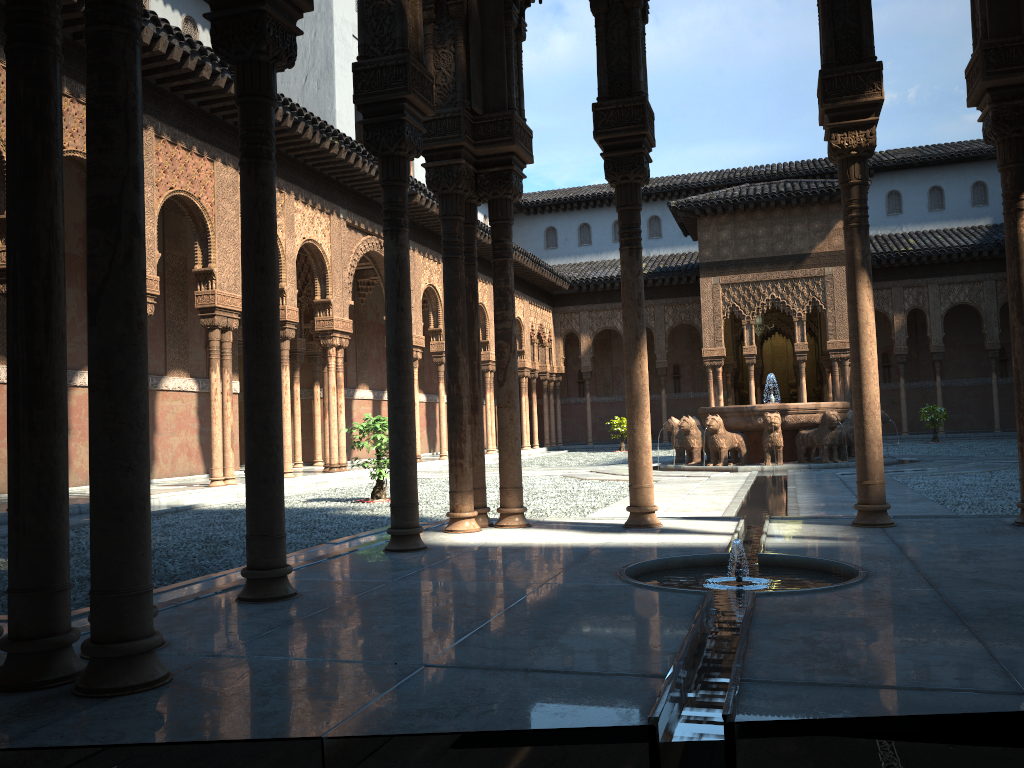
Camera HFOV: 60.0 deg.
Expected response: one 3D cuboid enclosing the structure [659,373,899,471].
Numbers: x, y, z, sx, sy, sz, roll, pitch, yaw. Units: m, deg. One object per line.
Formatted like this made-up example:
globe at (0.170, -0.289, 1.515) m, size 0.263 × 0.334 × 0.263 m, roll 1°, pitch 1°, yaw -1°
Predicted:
structure at (5.296, 0.772, 18.006) m, size 4.508 × 1.991 × 4.508 m, roll -3°, pitch -3°, yaw 17°
